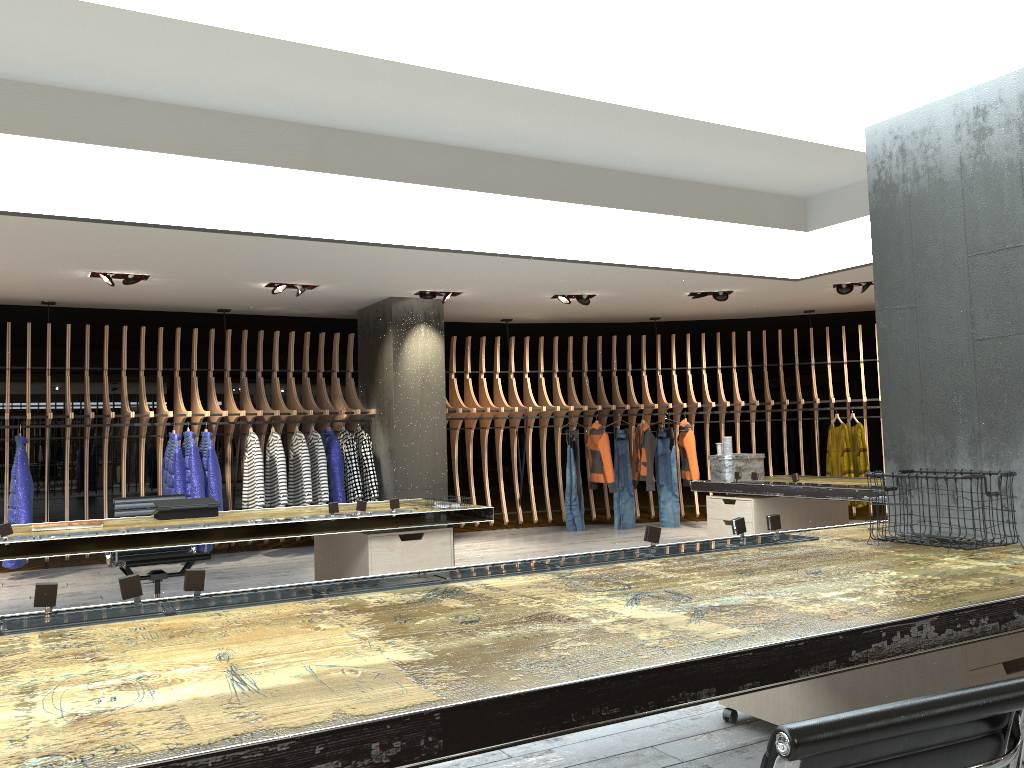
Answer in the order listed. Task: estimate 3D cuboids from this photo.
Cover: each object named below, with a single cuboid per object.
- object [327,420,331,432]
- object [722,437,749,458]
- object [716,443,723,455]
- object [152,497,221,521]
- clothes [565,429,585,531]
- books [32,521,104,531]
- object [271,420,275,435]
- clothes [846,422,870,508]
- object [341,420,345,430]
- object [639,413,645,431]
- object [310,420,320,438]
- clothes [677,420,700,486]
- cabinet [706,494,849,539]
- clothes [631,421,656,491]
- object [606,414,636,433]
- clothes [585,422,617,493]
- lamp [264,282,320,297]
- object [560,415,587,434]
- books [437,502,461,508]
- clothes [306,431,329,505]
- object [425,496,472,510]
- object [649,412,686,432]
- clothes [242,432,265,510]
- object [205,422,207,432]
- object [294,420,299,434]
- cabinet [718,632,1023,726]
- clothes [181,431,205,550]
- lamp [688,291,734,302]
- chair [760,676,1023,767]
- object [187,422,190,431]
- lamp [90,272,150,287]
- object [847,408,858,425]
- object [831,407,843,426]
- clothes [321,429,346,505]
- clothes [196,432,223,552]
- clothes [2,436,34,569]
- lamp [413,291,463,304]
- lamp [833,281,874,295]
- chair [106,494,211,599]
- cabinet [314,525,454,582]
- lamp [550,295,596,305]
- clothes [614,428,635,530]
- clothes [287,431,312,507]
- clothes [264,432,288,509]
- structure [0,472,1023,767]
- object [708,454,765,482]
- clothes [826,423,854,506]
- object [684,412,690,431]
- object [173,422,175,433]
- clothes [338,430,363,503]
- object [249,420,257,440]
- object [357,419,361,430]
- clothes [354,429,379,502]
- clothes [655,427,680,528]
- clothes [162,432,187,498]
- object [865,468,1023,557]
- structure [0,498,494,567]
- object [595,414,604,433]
[{"bbox_3d":[-2.070,0.535,10.027,0.012,0.270,0.524,1,-4,-29],"label":"object"},{"bbox_3d":[1.995,0.574,7.951,0.088,0.204,0.262,1,-4,-31],"label":"object"},{"bbox_3d":[1.870,0.586,7.999,0.062,0.109,0.062,-4,-5,27],"label":"object"},{"bbox_3d":[-2.058,0.788,5.604,0.373,0.111,0.261,0,-4,-29],"label":"object"},{"bbox_3d":[0.802,1.279,11.143,0.200,1.423,0.308,-5,-5,38],"label":"clothes"},{"bbox_3d":[-2.544,0.813,5.080,0.366,0.026,0.212,0,-4,-29],"label":"books"},{"bbox_3d":[-2.600,0.548,9.661,0.012,0.313,0.517,1,-4,-29],"label":"object"},{"bbox_3d":[4.209,0.991,10.871,0.168,1.046,0.664,-2,-4,2],"label":"clothes"},{"bbox_3d":[-1.904,0.562,10.054,0.012,0.317,0.516,1,-4,-29],"label":"object"},{"bbox_3d":[1.670,0.505,11.300,0.012,0.270,0.524,-1,-4,-9],"label":"object"},{"bbox_3d":[-2.215,0.550,9.877,0.012,0.313,0.517,1,-4,-29],"label":"object"},{"bbox_3d":[2.241,0.893,11.297,0.201,0.882,0.838,-2,-4,1],"label":"clothes"},{"bbox_3d":[2.345,1.282,7.813,1.131,0.631,0.593,0,-4,-29],"label":"cabinet"},{"bbox_3d":[1.667,0.909,11.247,0.201,0.882,0.838,-1,-4,-9],"label":"clothes"},{"bbox_3d":[1.375,0.499,11.279,0.549,0.243,0.023,1,-5,-33],"label":"object"},{"bbox_3d":[1.102,0.923,11.251,0.201,0.882,0.838,-1,-4,-14],"label":"clothes"},{"bbox_3d":[-2.227,-1.028,8.962,0.492,0.292,0.269,0,-4,-29],"label":"lamp"},{"bbox_3d":[0.775,0.511,11.196,0.023,0.243,0.549,-6,-5,42],"label":"object"},{"bbox_3d":[-0.416,0.787,5.785,0.110,0.025,0.155,1,-4,-34],"label":"books"},{"bbox_3d":[-2.139,1.045,9.759,0.128,1.063,0.751,1,-5,-31],"label":"clothes"},{"bbox_3d":[-0.416,0.778,5.791,0.217,0.074,0.302,1,-4,-35],"label":"object"},{"bbox_3d":[1.968,0.484,11.312,0.549,0.243,0.023,-4,-5,37],"label":"object"},{"bbox_3d":[-2.729,1.042,9.429,0.128,1.063,0.751,1,-5,-31],"label":"clothes"},{"bbox_3d":[-3.224,0.528,9.345,0.012,0.270,0.524,1,-4,-29],"label":"object"},{"bbox_3d":[-2.371,0.549,9.790,0.012,0.313,0.517,1,-4,-29],"label":"object"},{"bbox_3d":[1.374,1.050,3.374,0.593,0.631,1.130,1,-4,-29],"label":"cabinet"},{"bbox_3d":[-3.358,1.112,9.161,0.249,1.247,0.882,1,-5,-32],"label":"clothes"},{"bbox_3d":[2.287,-1.082,10.232,0.492,0.293,0.269,-2,-4,3],"label":"lamp"},{"bbox_3d":[0.429,0.844,1.344,0.693,0.860,0.667,1,-5,-33],"label":"chair"},{"bbox_3d":[-3.372,0.535,9.243,0.012,0.291,0.522,1,-4,-29],"label":"object"},{"bbox_3d":[-3.618,-1.036,8.183,0.492,0.286,0.269,0,-4,-29],"label":"lamp"},{"bbox_3d":[4.201,0.413,10.930,0.012,0.270,0.524,-2,-4,1],"label":"object"},{"bbox_3d":[4.026,0.421,10.982,0.012,0.270,0.524,-2,-4,1],"label":"object"},{"bbox_3d":[-2.020,1.123,9.966,0.245,1.240,0.884,1,-5,-32],"label":"clothes"},{"bbox_3d":[-3.241,1.120,9.316,0.245,1.240,0.884,1,-5,-32],"label":"clothes"},{"bbox_3d":[-4.735,1.114,8.480,0.245,1.240,0.884,1,-5,-32],"label":"clothes"},{"bbox_3d":[-0.809,-1.026,9.687,0.492,0.292,0.269,0,-4,-23],"label":"lamp"},{"bbox_3d":[3.835,-1.145,9.878,0.492,0.298,0.269,-3,-4,21],"label":"lamp"},{"bbox_3d":[-2.353,1.190,5.916,0.693,0.860,0.667,2,-5,-43],"label":"chair"},{"bbox_3d":[-0.887,1.269,6.008,0.593,0.631,1.130,1,-4,-29],"label":"cabinet"},{"bbox_3d":[0.703,-1.039,10.168,0.493,0.296,0.269,-1,-4,-10],"label":"lamp"},{"bbox_3d":[1.391,1.267,11.218,0.309,1.423,0.200,2,-5,-37],"label":"clothes"},{"bbox_3d":[-2.295,1.044,9.672,0.128,1.063,0.751,1,-5,-31],"label":"clothes"},{"bbox_3d":[-2.524,1.043,9.544,0.128,1.063,0.751,1,-5,-31],"label":"clothes"},{"bbox_3d":[-4.243,1.019,1.923,18.473,0.845,4.830,0,-4,-29],"label":"structure"},{"bbox_3d":[2.029,0.755,7.997,0.497,0.239,0.302,0,-4,-29],"label":"object"},{"bbox_3d":[4.034,0.999,10.923,0.168,1.046,0.664,-2,-4,2],"label":"clothes"},{"bbox_3d":[2.212,0.488,11.308,0.012,0.270,0.524,-2,-4,1],"label":"object"},{"bbox_3d":[-3.511,0.542,9.203,0.012,0.293,0.522,1,-4,-29],"label":"object"},{"bbox_3d":[-1.812,1.100,9.919,0.192,1.189,0.806,1,-5,-29],"label":"clothes"},{"bbox_3d":[-2.806,0.547,9.546,0.012,0.313,0.517,1,-4,-29],"label":"object"},{"bbox_3d":[-1.742,0.561,10.149,0.012,0.313,0.517,1,-4,-29],"label":"object"},{"bbox_3d":[-1.652,1.101,10.018,0.191,1.187,0.798,1,-5,-29],"label":"clothes"},{"bbox_3d":[1.985,1.252,11.259,0.308,1.423,0.200,-4,-5,33],"label":"clothes"},{"bbox_3d":[-3.558,1.130,9.228,0.242,1.262,0.879,1,-5,-32],"label":"clothes"},{"bbox_3d":[1.618,0.473,3.348,0.329,0.290,0.459,0,-4,-26],"label":"object"},{"bbox_3d":[-4.951,1.139,3.625,10.450,0.845,1.161,0,-4,-29],"label":"structure"},{"bbox_3d":[1.078,0.517,11.258,0.012,0.270,0.524,-1,-4,-14],"label":"object"}]
